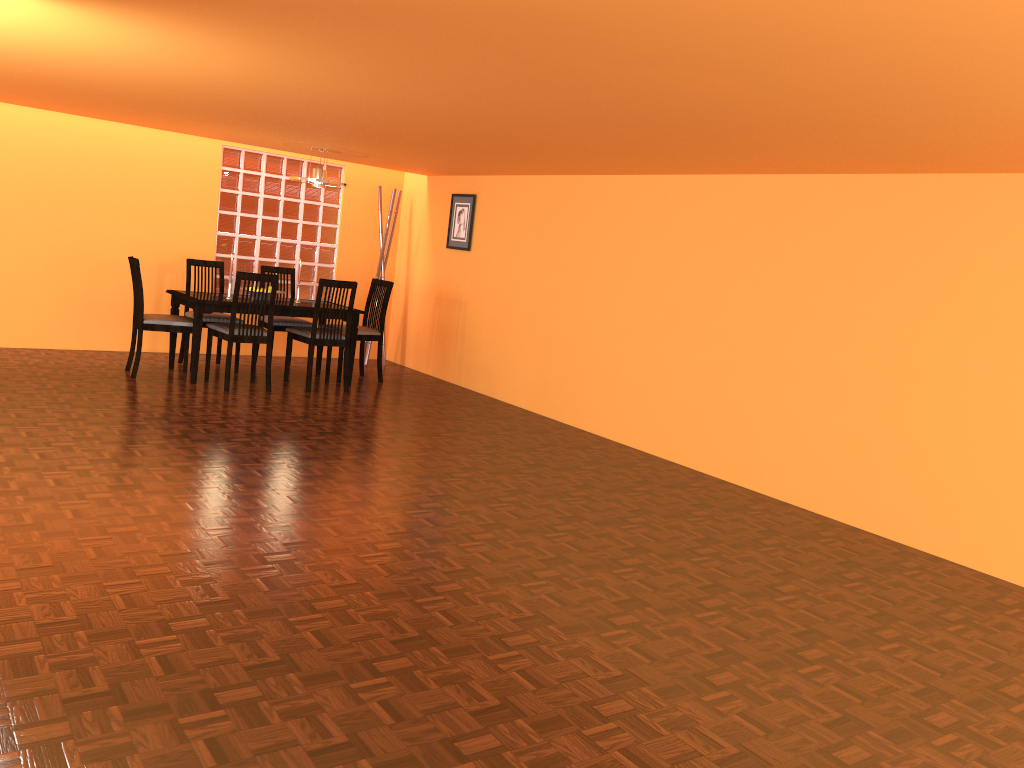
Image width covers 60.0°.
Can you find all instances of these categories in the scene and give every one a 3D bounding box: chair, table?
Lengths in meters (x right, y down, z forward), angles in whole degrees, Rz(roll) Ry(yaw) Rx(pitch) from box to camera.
[{"bbox_3d":[-1.377,-0.368,6.426,0.373,0.809,0.465,1,10,-36],"label":"chair"},{"bbox_3d":[-1.229,-0.431,6.984,0.465,0.809,0.373,0,11,-41],"label":"chair"},{"bbox_3d":[-1.831,-0.326,6.552,1.259,0.584,0.697,1,10,-36],"label":"table"},{"bbox_3d":[-2.421,-0.451,6.136,0.465,0.809,0.373,2,10,-31],"label":"chair"},{"bbox_3d":[-1.845,-0.375,6.089,0.373,0.809,0.465,1,10,-36],"label":"chair"},{"bbox_3d":[-2.282,-0.517,6.702,0.373,0.809,0.465,1,10,-36],"label":"chair"},{"bbox_3d":[-1.814,-0.510,7.039,0.373,0.809,0.465,1,10,-36],"label":"chair"}]

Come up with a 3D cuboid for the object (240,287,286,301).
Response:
[{"bbox_3d":[-1.833,-0.651,6.492,0.337,0.072,0.337,10,9,20],"label":"object"}]

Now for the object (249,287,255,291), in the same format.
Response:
[{"bbox_3d":[-1.875,-0.679,6.403,0.046,0.046,0.055,13,10,36],"label":"object"}]

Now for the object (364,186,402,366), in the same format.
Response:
[{"bbox_3d":[-1.157,-0.952,7.912,0.226,1.589,0.308,5,9,-14],"label":"object"}]

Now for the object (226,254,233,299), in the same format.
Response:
[{"bbox_3d":[-1.984,-0.764,6.256,0.044,0.326,0.044,14,11,42],"label":"object"}]

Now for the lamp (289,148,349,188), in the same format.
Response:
[{"bbox_3d":[-1.419,-1.593,6.553,0.435,0.274,0.435,5,8,-14],"label":"lamp"}]

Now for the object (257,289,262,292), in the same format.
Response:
[{"bbox_3d":[-1.827,-0.663,6.412,0.055,0.046,0.046,9,9,17],"label":"object"}]

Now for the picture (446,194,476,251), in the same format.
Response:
[{"bbox_3d":[-0.424,-1.339,7.329,0.014,0.456,0.361,1,10,-36],"label":"picture"}]

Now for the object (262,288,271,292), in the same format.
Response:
[{"bbox_3d":[-1.781,-0.662,6.455,0.055,0.070,0.066,13,10,35],"label":"object"}]

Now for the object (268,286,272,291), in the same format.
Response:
[{"bbox_3d":[-1.771,-0.686,6.531,0.069,0.066,0.069,3,9,-26],"label":"object"}]

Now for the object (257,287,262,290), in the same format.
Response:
[{"bbox_3d":[-1.871,-0.672,6.498,0.087,0.076,0.089,2,9,-30],"label":"object"}]

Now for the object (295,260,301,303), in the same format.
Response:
[{"bbox_3d":[-1.592,-0.773,6.639,0.044,0.326,0.044,14,11,42],"label":"object"}]
